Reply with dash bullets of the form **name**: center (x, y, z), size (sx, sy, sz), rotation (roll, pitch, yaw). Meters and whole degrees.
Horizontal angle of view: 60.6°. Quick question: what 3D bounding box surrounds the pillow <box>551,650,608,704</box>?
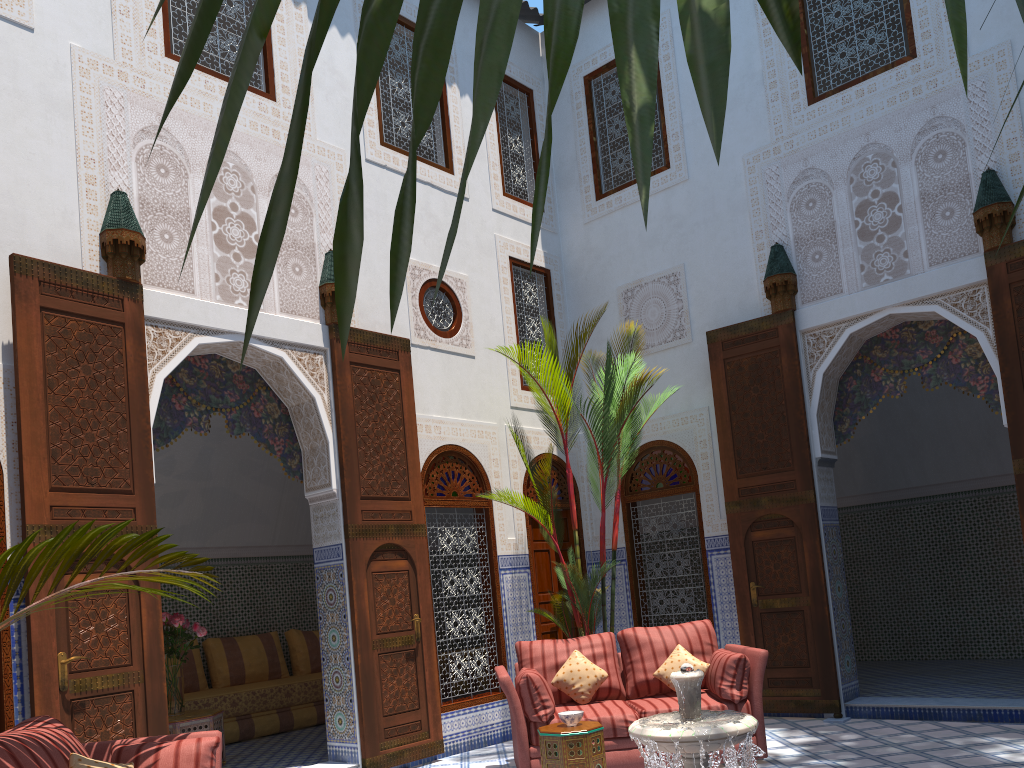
- **pillow**: center (0.353, 1.537, 4.598), size (0.301, 0.274, 0.132), rotation (-6, -6, 7)

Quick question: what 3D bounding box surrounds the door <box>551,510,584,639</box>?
- **door**: center (0.381, 1.651, 6.393), size (0.285, 1.444, 0.024), rotation (-4, -5, -19)

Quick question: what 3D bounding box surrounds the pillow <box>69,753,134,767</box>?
- **pillow**: center (-1.327, 1.301, 2.826), size (0.148, 0.232, 0.267), rotation (-12, -11, 42)

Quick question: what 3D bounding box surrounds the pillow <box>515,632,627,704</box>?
- **pillow**: center (0.316, 1.571, 4.789), size (0.580, 0.374, 0.307), rotation (-5, -8, -4)

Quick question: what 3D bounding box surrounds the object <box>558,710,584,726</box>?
- **object**: center (0.270, 1.519, 3.974), size (0.118, 0.056, 0.120), rotation (3, -14, -36)

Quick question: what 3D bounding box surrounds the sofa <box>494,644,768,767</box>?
- **sofa**: center (0.612, 1.721, 4.639), size (1.359, 0.533, 0.749), rotation (-4, -10, -4)

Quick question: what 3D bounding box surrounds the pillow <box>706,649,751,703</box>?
- **pillow**: center (1.106, 1.492, 4.498), size (0.187, 0.238, 0.405), rotation (-5, -11, -3)

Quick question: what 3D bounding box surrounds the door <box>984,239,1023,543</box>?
- **door**: center (2.854, 0.459, 4.418), size (0.123, 2.482, 0.591), rotation (-1, -7, -43)

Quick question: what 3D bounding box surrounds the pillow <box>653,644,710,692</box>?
- **pillow**: center (0.892, 1.502, 4.604), size (0.284, 0.255, 0.148), rotation (-13, -10, 40)

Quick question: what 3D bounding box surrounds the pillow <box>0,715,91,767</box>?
- **pillow**: center (-1.547, 1.274, 2.805), size (0.319, 0.368, 0.573), rotation (-5, -11, -4)

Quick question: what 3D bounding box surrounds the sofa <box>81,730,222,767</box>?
- **sofa**: center (-1.354, 1.396, 2.508), size (0.731, 0.531, 1.394), rotation (-5, -12, -4)

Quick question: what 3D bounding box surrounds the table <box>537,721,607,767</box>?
- **table**: center (0.276, 1.700, 3.931), size (0.288, 0.319, 0.295), rotation (-5, -9, -4)

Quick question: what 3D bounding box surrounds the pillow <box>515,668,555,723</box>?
- **pillow**: center (0.113, 1.571, 4.430), size (0.187, 0.248, 0.388), rotation (-5, -11, -3)

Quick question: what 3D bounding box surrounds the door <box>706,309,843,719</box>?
- **door**: center (1.633, 0.829, 5.505), size (0.590, 2.482, 0.124), rotation (-9, -6, 36)

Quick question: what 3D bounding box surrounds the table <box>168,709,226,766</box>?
- **table**: center (-1.951, 2.079, 5.048), size (0.546, 0.318, 0.540), rotation (-15, -14, 40)

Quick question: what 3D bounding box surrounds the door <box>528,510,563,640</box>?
- **door**: center (0.240, 1.601, 6.126), size (0.125, 1.444, 0.286), rotation (-9, -6, 41)

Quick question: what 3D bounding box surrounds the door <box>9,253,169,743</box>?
- **door**: center (-1.793, 0.732, 3.771), size (0.125, 2.482, 0.584), rotation (-9, -6, 35)

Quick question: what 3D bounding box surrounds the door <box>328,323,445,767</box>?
- **door**: center (-0.716, 0.928, 5.016), size (0.125, 2.482, 0.583), rotation (-9, -6, 41)

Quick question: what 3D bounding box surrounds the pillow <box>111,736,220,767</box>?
- **pillow**: center (-1.211, 1.357, 3.028), size (0.395, 0.240, 0.191), rotation (-5, -8, -3)

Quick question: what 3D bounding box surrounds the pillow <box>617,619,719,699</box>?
- **pillow**: center (0.871, 1.521, 4.823), size (0.558, 0.396, 0.312), rotation (-4, -8, -8)

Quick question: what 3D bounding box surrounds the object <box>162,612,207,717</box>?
- **object**: center (-1.988, 1.611, 5.043), size (0.446, 0.588, 0.341), rotation (-2, -7, -23)
